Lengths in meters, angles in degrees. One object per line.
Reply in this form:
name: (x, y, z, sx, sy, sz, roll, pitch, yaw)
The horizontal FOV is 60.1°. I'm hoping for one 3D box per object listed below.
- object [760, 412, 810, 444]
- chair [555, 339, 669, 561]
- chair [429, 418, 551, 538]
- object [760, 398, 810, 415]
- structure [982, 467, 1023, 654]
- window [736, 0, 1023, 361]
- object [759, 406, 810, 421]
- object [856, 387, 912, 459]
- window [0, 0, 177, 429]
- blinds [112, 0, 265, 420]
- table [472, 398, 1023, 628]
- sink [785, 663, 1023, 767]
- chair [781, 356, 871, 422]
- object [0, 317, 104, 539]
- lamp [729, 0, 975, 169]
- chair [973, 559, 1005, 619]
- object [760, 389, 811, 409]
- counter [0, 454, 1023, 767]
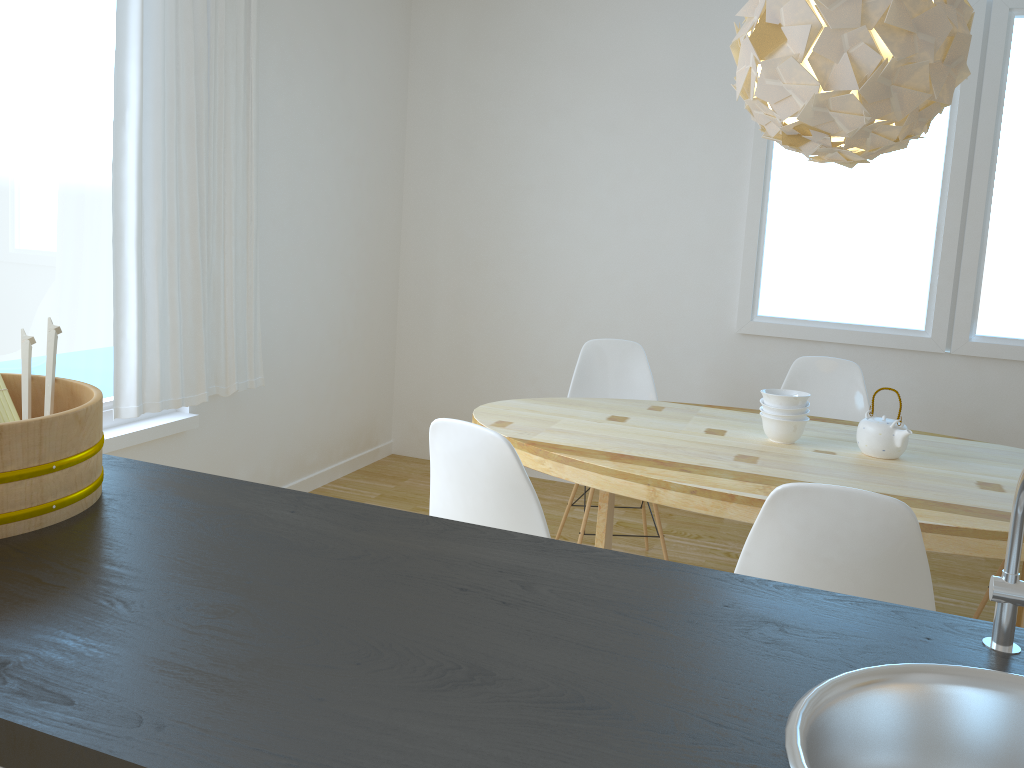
object: (0.860, 0.141, 2.807, 0.152, 0.082, 0.153, -2, 11, -30)
chair: (0.424, 0.297, 3.569, 0.430, 0.895, 0.527, 3, 8, -5)
chair: (0.039, 0.506, 2.271, 0.432, 0.895, 0.524, 10, 10, 40)
object: (0.858, 0.095, 2.797, 0.152, 0.095, 0.151, 10, 11, 36)
structure: (0.523, 0.180, 0.842, 0.097, 0.213, 0.163, 6, 8, 20)
window: (1.587, -0.505, 2.835, 1.884, 2.037, 2.565, 7, 9, 20)
object: (0.858, 0.118, 2.802, 0.151, 0.092, 0.153, -2, 11, -30)
object: (1.125, 0.116, 2.675, 0.147, 0.210, 0.178, 6, 9, 19)
window: (-1.787, -0.644, 2.129, 0.088, 1.903, 2.744, 6, 9, 20)
blinds: (-1.130, -0.991, 3.267, 0.150, 2.144, 0.799, 6, 8, 20)
table: (0.888, 0.563, 2.735, 2.194, 0.720, 1.201, 7, 10, 19)
sink: (0.413, 0.385, 0.678, 0.404, 0.156, 0.407, -2, 11, -28)
chair: (1.170, 0.370, 3.423, 0.431, 0.895, 0.526, 6, 8, 20)
object: (-0.756, 0.044, 1.171, 0.379, 0.212, 0.432, -5, 12, -41)
lamp: (0.966, -1.177, 2.480, 0.640, 1.126, 0.650, 6, 8, 19)
chair: (1.939, 0.481, 3.068, 0.524, 0.895, 0.433, -3, 10, -39)
object: (0.860, 0.067, 2.797, 0.152, 0.086, 0.153, -5, 12, -41)
counter: (0.135, 0.290, 0.812, 2.406, 0.040, 0.604, 7, 11, 20)
